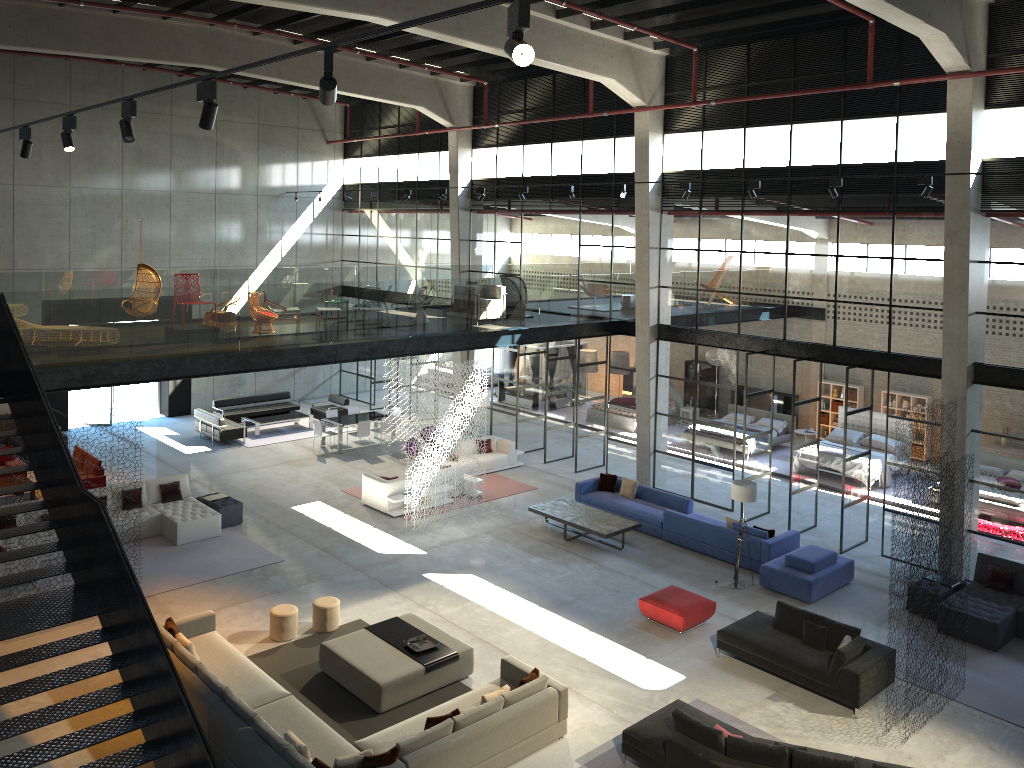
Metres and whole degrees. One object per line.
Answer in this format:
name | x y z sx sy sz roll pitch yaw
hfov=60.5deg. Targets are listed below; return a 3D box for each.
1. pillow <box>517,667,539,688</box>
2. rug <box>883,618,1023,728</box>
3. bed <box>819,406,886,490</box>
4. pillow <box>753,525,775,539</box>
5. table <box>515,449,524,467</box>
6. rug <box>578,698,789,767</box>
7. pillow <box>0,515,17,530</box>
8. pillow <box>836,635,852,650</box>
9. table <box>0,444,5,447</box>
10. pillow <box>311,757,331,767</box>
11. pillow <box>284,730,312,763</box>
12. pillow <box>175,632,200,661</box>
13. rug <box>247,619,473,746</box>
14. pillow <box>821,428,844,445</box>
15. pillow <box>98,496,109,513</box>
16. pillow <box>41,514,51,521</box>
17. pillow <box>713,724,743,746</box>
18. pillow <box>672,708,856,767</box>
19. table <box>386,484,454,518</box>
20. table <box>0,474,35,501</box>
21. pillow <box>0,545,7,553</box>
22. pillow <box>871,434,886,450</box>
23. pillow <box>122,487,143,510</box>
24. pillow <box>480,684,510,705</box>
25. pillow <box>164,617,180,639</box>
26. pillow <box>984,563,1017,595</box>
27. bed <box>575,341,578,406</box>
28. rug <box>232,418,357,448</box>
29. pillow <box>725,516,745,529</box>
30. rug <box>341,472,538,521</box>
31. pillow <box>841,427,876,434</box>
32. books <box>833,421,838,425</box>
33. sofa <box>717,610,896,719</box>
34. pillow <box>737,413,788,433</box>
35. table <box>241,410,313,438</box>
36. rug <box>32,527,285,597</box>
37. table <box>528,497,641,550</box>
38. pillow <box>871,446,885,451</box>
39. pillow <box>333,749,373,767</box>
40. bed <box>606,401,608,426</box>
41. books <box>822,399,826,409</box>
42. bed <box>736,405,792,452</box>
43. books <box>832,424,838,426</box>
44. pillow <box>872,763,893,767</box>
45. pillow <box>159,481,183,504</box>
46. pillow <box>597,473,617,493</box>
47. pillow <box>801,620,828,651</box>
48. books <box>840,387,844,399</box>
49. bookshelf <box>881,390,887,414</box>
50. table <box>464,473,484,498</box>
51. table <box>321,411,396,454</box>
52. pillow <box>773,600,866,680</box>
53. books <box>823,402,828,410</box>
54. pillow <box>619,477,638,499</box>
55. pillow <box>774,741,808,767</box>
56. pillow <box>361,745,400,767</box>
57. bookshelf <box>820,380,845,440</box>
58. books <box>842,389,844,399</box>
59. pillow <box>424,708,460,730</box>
pillow | 0.154 3.612 10.432 0.260 0.368 0.402 4 7 26
rug | 7.067 4.052 11.920 2.659 0.020 3.662 -8 14 -42
bed | 8.426 1.537 21.709 2.326 1.407 2.238 -6 11 -43
pillow | 4.539 2.748 15.808 0.400 0.369 0.261 4 6 26
table | -0.109 1.837 22.326 0.301 0.366 0.909 -3 10 -42
rug | 2.635 4.461 9.073 2.659 0.020 3.662 -8 14 -42
pillow | -8.940 2.453 15.456 0.402 0.380 0.199 -5 7 -43
pillow | 4.353 3.501 11.547 0.208 0.313 0.344 3 7 26
table | -12.743 1.771 21.155 1.065 0.341 1.070 -7 13 -42
pillow | -1.777 3.890 8.639 0.400 0.369 0.261 4 6 26
pillow | -2.177 3.809 9.013 0.207 0.379 0.405 -2 7 -41
pillow | -4.103 3.388 11.114 0.207 0.379 0.405 -2 7 -43
rug | -2.059 3.987 11.123 2.659 0.020 3.662 -8 14 -42
pillow | 8.507 1.371 22.396 0.667 0.371 1.036 -5 11 -39
pillow | -7.795 2.316 16.501 0.385 0.332 0.220 -4 7 -40
pillow | -8.304 2.480 15.899 0.385 0.230 0.329 -6 10 -42
pillow | 2.326 3.835 9.371 0.344 0.306 0.199 7 7 43
pillow | 2.574 3.877 9.152 1.900 0.417 0.437 6 8 27
table | -1.927 2.468 18.577 1.576 0.366 0.303 -8 10 -42
table | -10.599 2.279 18.347 0.915 0.420 0.919 -7 12 -42
pillow | -8.517 2.683 14.415 0.338 0.286 0.349 -1 7 -16
pillow | 9.211 1.468 21.777 0.694 0.289 0.988 -6 12 -40
pillow | -7.326 2.217 16.936 0.408 0.374 0.193 -5 7 -43
pillow | -0.220 3.671 10.032 0.403 0.379 0.208 -4 7 -41
pillow | -4.441 3.308 11.545 0.259 0.368 0.403 0 7 -21
pillow | 7.777 3.106 13.966 0.236 0.342 0.417 -3 8 -41
bed | 0.994 -0.389 29.605 2.321 2.065 2.266 -5 9 -42
rug | -6.551 1.341 25.302 3.405 0.025 2.432 -8 14 -42
pillow | 4.140 2.668 16.182 0.207 0.379 0.405 -2 7 -41
rug | -1.622 2.405 19.999 3.645 0.020 2.671 -8 14 -42
pillow | 8.797 1.352 22.532 0.491 0.320 1.062 -6 12 -42
books | 9.388 1.118 25.163 0.231 0.054 0.285 -8 13 -42
sofa | 3.983 3.678 12.018 1.086 0.557 2.126 -6 12 -42
pillow | 6.801 1.061 24.814 0.550 0.310 1.946 -6 12 -42
table | -6.758 1.135 25.285 1.810 0.404 0.909 -8 13 -42
rug | -6.270 3.135 15.336 3.645 0.020 2.671 -8 14 -42
table | 1.397 2.769 17.232 1.031 0.396 2.083 -7 13 -42
pillow | 9.268 1.556 21.827 0.718 0.328 0.968 -6 12 -41
pillow | -1.618 3.853 8.840 0.402 0.354 0.266 -2 6 -27
bed | 3.780 0.535 27.032 2.350 1.270 2.048 -6 11 -42
books | 9.059 0.586 25.469 0.185 0.285 0.049 -3 4 -43
bed | 6.286 1.291 24.279 2.406 0.862 2.277 -7 12 -42
books | 9.386 1.174 25.165 0.231 0.054 0.312 -8 13 -42
pillow | 4.206 4.016 8.583 1.302 0.408 0.273 4 5 18
pillow | -6.769 2.152 17.434 0.415 0.342 0.237 -5 8 -43
pillow | 2.064 2.134 18.920 0.400 0.369 0.261 4 6 26
pillow | 4.123 3.425 11.966 0.188 0.305 0.345 -3 8 -45
books | 9.482 0.247 25.056 0.253 0.318 0.087 -3 5 -43
bookshelf | 10.659 1.132 23.760 0.330 1.747 1.249 -1 5 -42
table | -1.149 2.248 19.899 0.301 0.366 1.212 -3 10 -42
table | -4.156 1.289 23.779 1.810 0.752 0.908 -7 11 -42
pillow | 4.245 3.425 11.886 0.742 0.415 1.605 -1 10 -13
books | 9.099 0.632 25.447 0.159 0.203 0.075 -3 5 -42
pillow | 2.464 2.205 18.546 0.207 0.379 0.405 -2 7 -41
pillow | 2.899 3.890 9.120 0.356 0.318 0.199 3 5 16
pillow | -1.352 3.861 8.854 0.400 0.369 0.261 -4 7 -39
bookshelf | 9.382 0.857 25.141 0.330 1.747 1.249 -1 5 -42
books | 9.504 0.252 25.031 0.253 0.318 0.087 -3 5 -43
pillow | -0.778 3.739 9.588 0.411 0.355 0.271 -3 6 -32
